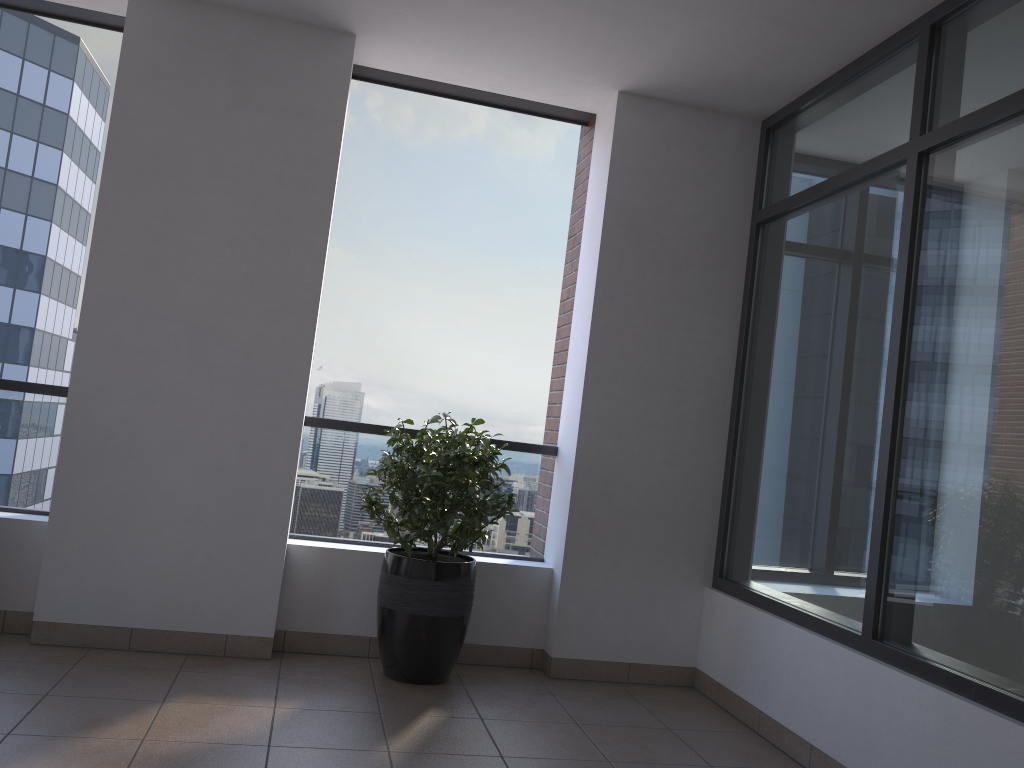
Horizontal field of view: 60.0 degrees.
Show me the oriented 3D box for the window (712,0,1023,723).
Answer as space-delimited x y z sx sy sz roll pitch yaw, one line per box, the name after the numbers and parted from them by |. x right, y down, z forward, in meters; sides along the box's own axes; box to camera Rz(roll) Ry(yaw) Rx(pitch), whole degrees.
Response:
1.766 -0.246 2.094 0.170 2.402 5.002 8 -4 -12 | window

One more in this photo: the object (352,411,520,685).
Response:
-0.384 0.784 4.000 0.731 1.338 0.721 8 -4 -9 | object
